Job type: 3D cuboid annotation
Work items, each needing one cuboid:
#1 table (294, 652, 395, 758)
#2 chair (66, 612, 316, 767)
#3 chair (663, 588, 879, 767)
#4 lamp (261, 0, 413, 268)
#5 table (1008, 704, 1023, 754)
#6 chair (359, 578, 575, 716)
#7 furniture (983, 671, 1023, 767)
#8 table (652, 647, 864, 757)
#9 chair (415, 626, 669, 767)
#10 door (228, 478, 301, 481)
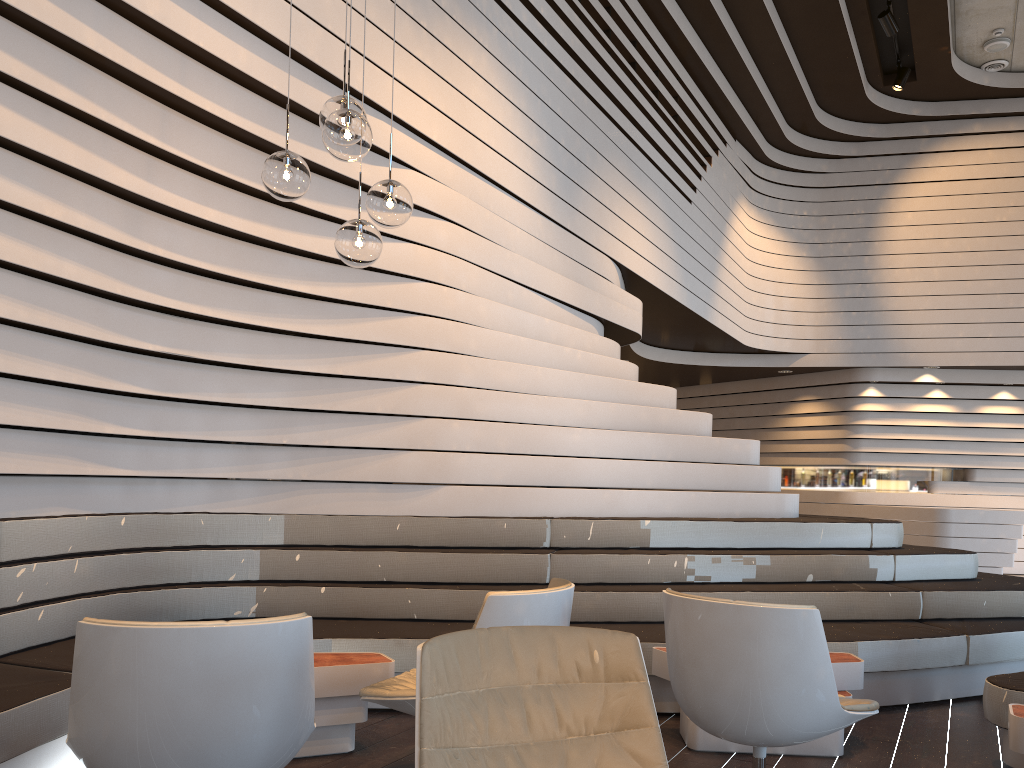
[{"bbox_3d":[-0.965,1.293,3.556,0.903,0.370,0.416,4,-4,-25],"label":"table"},{"bbox_3d":[-0.856,0.970,2.384,0.655,0.765,0.715,2,-3,-18],"label":"chair"},{"bbox_3d":[0.854,1.086,3.010,0.660,0.765,0.709,-1,-4,44],"label":"chair"},{"bbox_3d":[-0.543,-2.776,3.048,0.531,4.707,0.334,2,0,-10],"label":"lamp"},{"bbox_3d":[2.064,1.288,2.747,0.910,0.370,0.413,-2,-5,30],"label":"table"},{"bbox_3d":[-0.147,1.070,3.119,0.713,0.765,0.656,0,-3,27],"label":"chair"},{"bbox_3d":[2.934,1.218,3.478,1.767,0.721,1.284,4,-5,-27],"label":"furniture"},{"bbox_3d":[1.090,1.380,3.837,0.905,0.370,0.415,2,-4,0],"label":"table"},{"bbox_3d":[0.121,0.934,1.809,0.655,0.765,0.715,3,-3,-22],"label":"chair"},{"bbox_3d":[-1.846,0.772,6.896,0.974,2.102,0.162,1,0,28],"label":"door"}]
